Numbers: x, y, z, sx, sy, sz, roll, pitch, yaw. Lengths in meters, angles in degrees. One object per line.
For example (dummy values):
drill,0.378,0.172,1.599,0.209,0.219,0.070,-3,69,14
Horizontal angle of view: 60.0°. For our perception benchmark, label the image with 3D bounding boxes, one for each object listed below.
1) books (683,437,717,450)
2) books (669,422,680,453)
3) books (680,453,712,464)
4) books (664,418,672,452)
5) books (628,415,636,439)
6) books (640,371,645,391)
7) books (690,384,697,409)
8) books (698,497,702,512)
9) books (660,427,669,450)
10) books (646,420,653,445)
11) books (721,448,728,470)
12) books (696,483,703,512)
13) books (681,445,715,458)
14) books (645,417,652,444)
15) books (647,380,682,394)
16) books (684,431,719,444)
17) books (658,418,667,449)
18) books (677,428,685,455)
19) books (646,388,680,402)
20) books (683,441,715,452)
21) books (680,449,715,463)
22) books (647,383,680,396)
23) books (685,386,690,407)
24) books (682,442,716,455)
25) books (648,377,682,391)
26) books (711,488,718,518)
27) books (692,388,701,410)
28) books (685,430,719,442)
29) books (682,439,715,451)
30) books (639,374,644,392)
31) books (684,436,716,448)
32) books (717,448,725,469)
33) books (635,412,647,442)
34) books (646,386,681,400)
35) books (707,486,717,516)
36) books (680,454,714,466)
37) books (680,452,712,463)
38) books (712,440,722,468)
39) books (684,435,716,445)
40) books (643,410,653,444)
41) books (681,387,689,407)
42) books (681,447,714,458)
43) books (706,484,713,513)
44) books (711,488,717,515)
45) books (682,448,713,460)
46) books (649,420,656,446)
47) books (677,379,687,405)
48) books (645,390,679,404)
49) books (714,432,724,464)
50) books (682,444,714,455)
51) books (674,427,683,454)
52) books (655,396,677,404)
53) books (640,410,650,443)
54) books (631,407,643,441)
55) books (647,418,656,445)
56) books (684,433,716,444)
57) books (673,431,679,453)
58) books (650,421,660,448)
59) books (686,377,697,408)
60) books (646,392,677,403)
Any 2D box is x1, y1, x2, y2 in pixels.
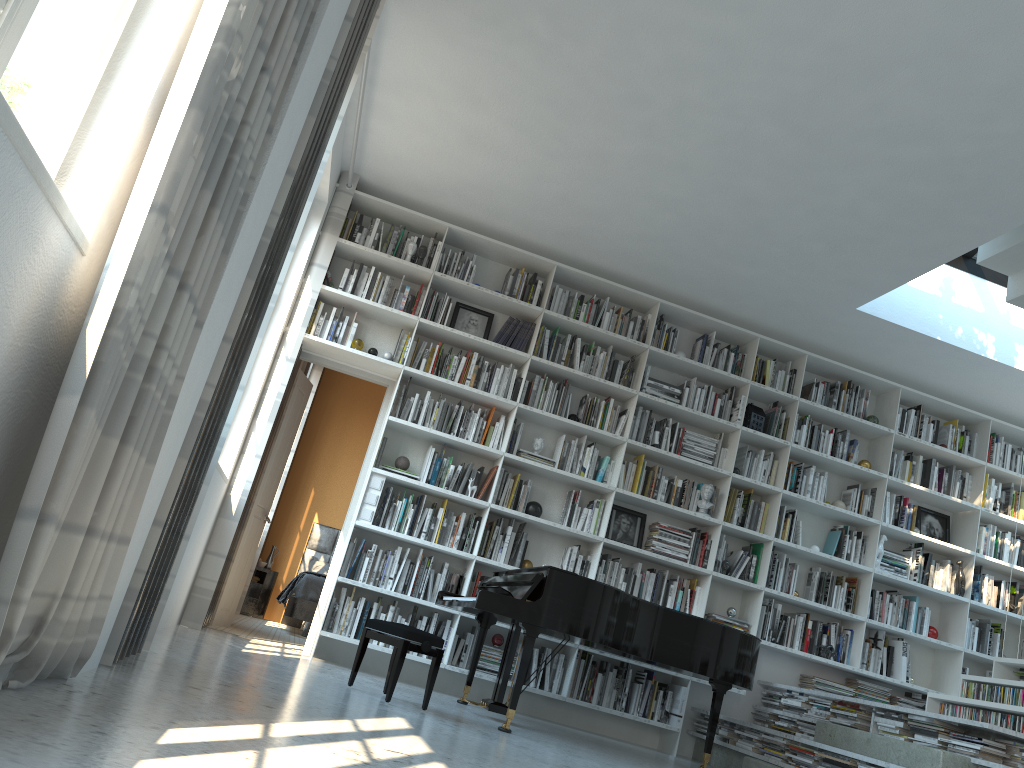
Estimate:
books,1.391,0.464,6.727,0.285,0.012,0.160,19,-17,-10
books,1.186,0.432,6.663,0.021,0.268,0.192,18,-16,-9
books,1.360,0.576,6.696,0.254,0.012,0.161,18,-17,-9
books,1.152,0.414,6.674,0.049,0.290,0.162,18,-16,-9
books,0.863,0.354,6.629,0.027,0.227,0.147,18,-16,-9
books,0.954,0.015,6.714,0.013,0.217,0.141,18,-16,-9
books,1.342,0.132,6.777,0.021,0.237,0.172,18,-16,-9
books,1.377,0.905,6.625,0.012,0.205,0.146,18,-16,-9
books,1.117,0.440,6.657,0.024,0.216,0.148,18,-16,-9
books,0.994,0.391,6.640,0.014,0.232,0.147,18,-16,-9
books,1.577,0.600,6.744,0.030,0.204,0.158,18,-16,-9
books,1.372,0.876,6.636,0.014,0.262,0.135,18,-16,-9
books,1.375,0.520,6.711,0.285,0.012,0.160,18,-16,-8
books,0.985,0.379,6.640,0.011,0.251,0.153,18,-16,-9
books,1.130,0.038,6.756,0.285,0.024,0.160,18,-16,-7
books,1.406,0.415,6.732,0.285,0.012,0.160,20,-17,-14
books,1.103,0.402,6.669,0.022,0.284,0.131,18,-16,-9
books,1.237,0.459,6.664,0.013,0.246,0.177,18,-16,-9
books,1.112,0.099,6.737,0.285,0.012,0.160,19,-17,-11
books,1.386,0.485,6.716,0.254,0.012,0.161,19,-17,-12
books,1.367,0.552,6.696,0.285,0.012,0.160,19,-17,-12
books,1.125,0.059,6.745,0.254,0.025,0.161,19,-17,-13
books,1.303,0.134,6.794,0.024,0.222,0.129,18,-16,-9
books,1.383,0.496,6.713,0.285,0.012,0.160,17,-16,-6
books,1.135,0.016,6.767,0.285,0.024,0.160,18,-17,-9
books,1.492,0.916,6.661,0.023,0.264,0.107,18,-16,-9
books,1.373,0.152,6.778,0.027,0.216,0.190,18,-16,-9
books,1.407,0.406,6.742,0.285,0.012,0.160,18,-16,-7
books,1.389,0.474,6.721,0.254,0.012,0.161,18,-16,-7
books,0.936,0.014,6.696,0.027,0.201,0.168,18,-16,-9
books,1.396,0.451,6.722,0.254,0.012,0.161,17,-16,-4
books,1.550,0.593,6.733,0.030,0.198,0.172,18,-16,-9
books,0.936,0.352,6.621,0.025,0.265,0.185,18,-16,-9
books,1.119,0.082,6.735,0.285,0.024,0.160,17,-16,-4
books,1.466,0.901,6.637,0.014,0.265,0.154,18,-16,-9
books,1.357,0.587,6.691,0.285,0.012,0.160,18,-16,-8
books,1.363,0.564,6.697,0.254,0.012,0.161,19,-17,-10
books,1.529,0.554,6.723,0.012,0.253,0.161,18,-16,-9
books,1.398,0.439,6.732,0.254,0.012,0.161,18,-16,-7
books,0.982,0.353,6.643,0.011,0.299,0.180,18,-16,-9
books,1.282,0.136,6.757,0.025,0.187,0.193,18,-16,-9
books,1.373,0.530,6.705,0.254,0.012,0.161,19,-17,-11
books,1.446,0.893,6.652,0.025,0.278,0.108,18,-16,-9
books,1.476,0.911,6.650,0.014,0.260,0.137,18,-16,-9
books,1.370,0.542,6.702,0.254,0.012,0.161,18,-16,-7
books,1.021,0.396,6.643,0.011,0.239,0.148,18,-16,-9
books,1.272,0.101,6.768,0.012,0.253,0.161,18,-16,-9
books,1.109,0.110,6.732,0.285,0.012,0.160,19,-17,-12
books,1.545,0.531,6.749,0.012,0.318,0.140,18,-16,-9
books,1.379,0.509,6.714,0.254,0.012,0.161,18,-16,-8
books,1.220,0.458,6.673,0.015,0.244,0.183,18,-16,-9
books,1.104,0.131,6.721,0.254,0.012,0.161,17,-16,-4
books,0.961,0.351,6.646,0.029,0.294,0.151,18,-16,-9
books,0.901,0.327,6.626,0.026,0.296,0.179,18,-16,-9
books,1.010,0.387,6.641,0.014,0.249,0.173,18,-16,-9
books,1.400,0.429,6.739,0.254,0.012,0.161,18,-17,-9
books,1.197,0.467,6.675,0.024,0.215,0.132,18,-16,-9
books,1.058,0.408,6.643,0.066,0.236,0.154,18,-16,-9
books,1.337,0.102,6.766,0.011,0.283,0.190,18,-16,-9
books,1.106,0.121,6.729,0.254,0.012,0.161,19,-17,-12
